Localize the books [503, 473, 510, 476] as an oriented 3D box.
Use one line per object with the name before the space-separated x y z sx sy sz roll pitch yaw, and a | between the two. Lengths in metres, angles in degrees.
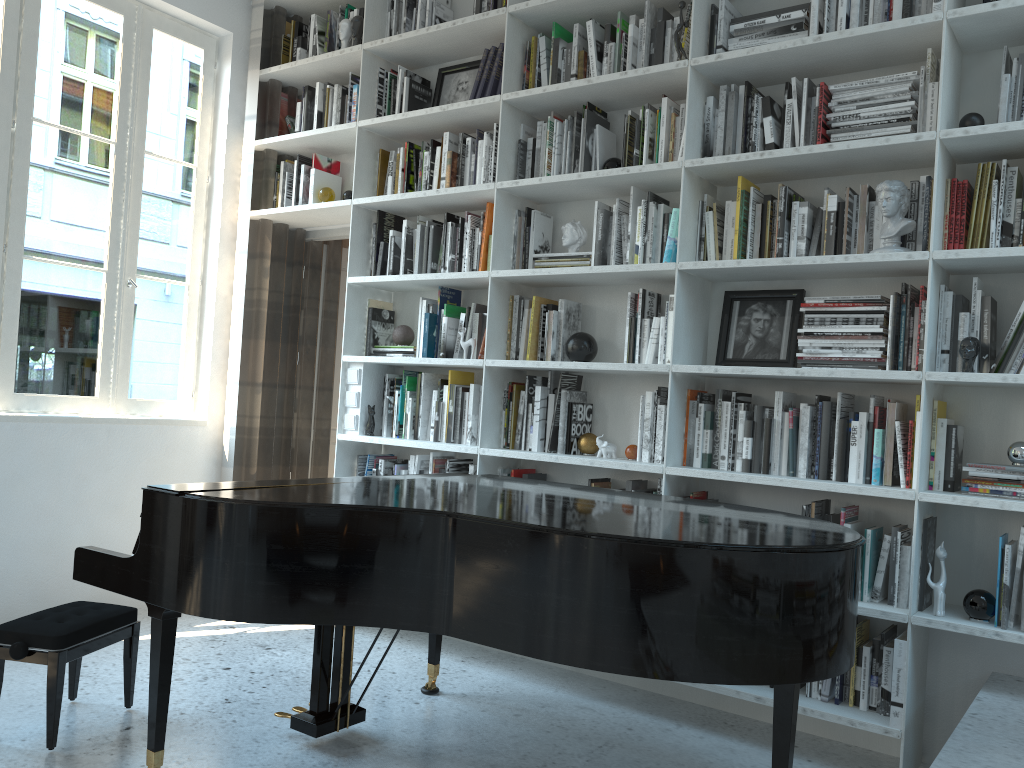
books | 0.000 0.517 3.821 0.023 0.266 0.134 3 -1 35

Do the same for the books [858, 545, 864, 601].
books | 1.154 0.610 2.921 0.036 0.183 0.146 3 -1 35

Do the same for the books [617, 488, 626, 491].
books | 0.411 0.543 3.506 0.022 0.251 0.187 3 -1 35

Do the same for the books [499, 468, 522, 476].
books | -0.014 0.507 3.830 0.012 0.285 0.159 3 -1 35

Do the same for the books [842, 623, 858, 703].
books | 1.149 0.934 2.974 0.028 0.238 0.140 3 -1 35

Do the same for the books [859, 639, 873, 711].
books | 1.188 0.952 2.927 0.022 0.205 0.191 3 -1 35

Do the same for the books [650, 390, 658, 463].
books | 0.581 0.165 3.426 0.010 0.277 0.155 3 -1 35

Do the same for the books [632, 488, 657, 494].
books | 0.504 0.539 3.422 0.011 0.266 0.191 3 -1 35

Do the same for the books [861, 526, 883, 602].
books | 1.178 0.586 2.900 0.024 0.232 0.146 3 -1 35

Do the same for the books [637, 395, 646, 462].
books | 0.535 0.174 3.454 0.012 0.254 0.161 3 -1 35

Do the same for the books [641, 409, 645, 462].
books | 0.550 0.189 3.452 0.015 0.225 0.148 3 -1 35

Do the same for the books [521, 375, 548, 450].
books | 0.102 0.124 3.750 0.014 0.313 0.166 3 -1 35

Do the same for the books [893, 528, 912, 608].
books | 1.254 0.587 2.847 0.010 0.238 0.167 3 -1 35

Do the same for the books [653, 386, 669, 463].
books | 0.589 0.158 3.416 0.014 0.291 0.132 3 -1 35

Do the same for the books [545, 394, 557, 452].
books | 0.195 0.165 3.700 0.028 0.241 0.135 3 -1 35

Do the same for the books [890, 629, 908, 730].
books | 1.255 0.922 2.808 0.038 0.269 0.277 3 -1 35

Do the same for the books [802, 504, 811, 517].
books | 1.010 0.552 3.021 0.012 0.285 0.159 3 -1 35

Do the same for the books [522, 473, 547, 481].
books | 0.089 0.517 3.762 0.026 0.273 0.146 3 -1 35

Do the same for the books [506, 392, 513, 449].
books | 0.039 0.158 3.795 0.030 0.239 0.157 3 -1 35

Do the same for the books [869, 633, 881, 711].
books | 1.216 0.943 2.922 0.028 0.227 0.162 3 -1 35

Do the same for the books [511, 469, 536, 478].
books | 0.042 0.508 3.786 0.013 0.288 0.161 3 -1 35

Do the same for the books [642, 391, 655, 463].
books | 0.558 0.167 3.426 0.027 0.269 0.159 3 -1 35

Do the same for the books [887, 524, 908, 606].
books | 1.245 0.581 2.862 0.022 0.249 0.130 3 -1 35

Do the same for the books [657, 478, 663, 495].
books | 0.592 0.517 3.381 0.013 0.320 0.173 3 -1 35

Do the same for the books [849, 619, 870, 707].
books | 1.157 0.924 2.951 0.011 0.258 0.171 3 -1 35

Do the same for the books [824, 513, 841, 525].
books | 1.093 0.569 2.982 0.066 0.261 0.133 3 -1 35

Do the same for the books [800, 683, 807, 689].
books | 1.008 0.916 3.075 0.024 0.262 0.131 3 -1 35

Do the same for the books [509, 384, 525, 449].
books | 0.052 0.142 3.776 0.012 0.272 0.181 3 -1 35

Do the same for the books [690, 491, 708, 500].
books | 0.677 0.537 3.247 0.012 0.284 0.137 3 -1 35

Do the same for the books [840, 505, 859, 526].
books | 1.112 0.553 2.937 0.015 0.293 0.169 3 -1 35

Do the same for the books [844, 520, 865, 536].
books | 1.122 0.577 2.923 0.021 0.244 0.180 3 -1 35

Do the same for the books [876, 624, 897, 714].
books | 1.228 0.929 2.904 0.012 0.256 0.176 3 -1 35

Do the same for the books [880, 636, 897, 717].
books | 1.240 0.948 2.886 0.029 0.217 0.191 3 -1 35

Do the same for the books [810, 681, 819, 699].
books | 1.059 0.944 3.015 0.029 0.210 0.170 3 -1 35

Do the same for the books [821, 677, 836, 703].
books | 1.093 0.924 2.980 0.044 0.251 0.187 3 -1 35

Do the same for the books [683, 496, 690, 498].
books | 0.641 0.547 3.283 0.014 0.261 0.132 3 -1 35

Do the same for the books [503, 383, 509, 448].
books | 0.019 0.139 3.825 0.013 0.275 0.147 3 -1 35

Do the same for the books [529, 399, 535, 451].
books | 0.133 0.175 3.726 0.021 0.215 0.172 3 -1 35

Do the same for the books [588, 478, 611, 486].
books | 0.345 0.523 3.572 0.012 0.285 0.159 3 -1 35

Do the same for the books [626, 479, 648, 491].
books | 0.483 0.525 3.486 0.025 0.294 0.134 3 -1 35

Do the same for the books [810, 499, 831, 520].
books | 1.034 0.544 2.988 0.013 0.303 0.181 3 -1 35

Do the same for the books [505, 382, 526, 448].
books | 0.024 0.136 3.810 0.013 0.283 0.146 3 -1 35

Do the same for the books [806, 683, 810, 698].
books | 1.040 0.945 3.022 0.010 0.206 0.180 3 -1 35

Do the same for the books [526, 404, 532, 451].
books | 0.117 0.184 3.742 0.024 0.196 0.157 3 -1 35

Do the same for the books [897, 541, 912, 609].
books | 1.269 0.609 2.837 0.027 0.196 0.147 3 -1 35

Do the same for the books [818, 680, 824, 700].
books | 1.078 0.903 3.005 0.011 0.292 0.184 3 -1 35

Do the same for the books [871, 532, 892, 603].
books | 1.220 0.595 2.893 0.053 0.220 0.132 3 -1 35

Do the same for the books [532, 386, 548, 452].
books | 0.153 0.148 3.710 0.027 0.269 0.185 3 -1 35

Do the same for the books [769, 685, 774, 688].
books | 0.947 0.901 3.104 0.013 0.285 0.185 3 -1 35

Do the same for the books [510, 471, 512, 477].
books | 0.031 0.510 3.790 0.010 0.282 0.149 3 -1 35

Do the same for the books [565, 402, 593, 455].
books | 0.276 0.183 3.638 0.023 0.212 0.160 3 -1 35

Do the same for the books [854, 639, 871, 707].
books | 1.175 0.959 2.949 0.024 0.191 0.155 3 -1 35

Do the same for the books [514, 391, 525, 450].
books | 0.078 0.156 3.767 0.042 0.248 0.162 3 -1 35

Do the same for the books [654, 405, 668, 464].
books | 0.599 0.194 3.397 0.029 0.221 0.153 3 -1 35

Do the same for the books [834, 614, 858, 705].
books | 1.121 0.893 2.967 0.013 0.317 0.186 3 -1 35

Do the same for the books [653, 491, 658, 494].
books | 0.575 0.542 3.381 0.013 0.268 0.183 3 -1 35

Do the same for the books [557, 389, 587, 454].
books | 0.248 0.157 3.641 0.027 0.261 0.163 3 -1 35

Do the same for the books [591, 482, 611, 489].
books | 0.351 0.531 3.561 0.012 0.270 0.142 3 -1 35

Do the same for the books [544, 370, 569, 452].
books | 0.186 0.116 3.719 0.013 0.339 0.138 3 -1 35

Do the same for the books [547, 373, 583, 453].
books | 0.220 0.122 3.665 0.050 0.328 0.166 3 -1 35
